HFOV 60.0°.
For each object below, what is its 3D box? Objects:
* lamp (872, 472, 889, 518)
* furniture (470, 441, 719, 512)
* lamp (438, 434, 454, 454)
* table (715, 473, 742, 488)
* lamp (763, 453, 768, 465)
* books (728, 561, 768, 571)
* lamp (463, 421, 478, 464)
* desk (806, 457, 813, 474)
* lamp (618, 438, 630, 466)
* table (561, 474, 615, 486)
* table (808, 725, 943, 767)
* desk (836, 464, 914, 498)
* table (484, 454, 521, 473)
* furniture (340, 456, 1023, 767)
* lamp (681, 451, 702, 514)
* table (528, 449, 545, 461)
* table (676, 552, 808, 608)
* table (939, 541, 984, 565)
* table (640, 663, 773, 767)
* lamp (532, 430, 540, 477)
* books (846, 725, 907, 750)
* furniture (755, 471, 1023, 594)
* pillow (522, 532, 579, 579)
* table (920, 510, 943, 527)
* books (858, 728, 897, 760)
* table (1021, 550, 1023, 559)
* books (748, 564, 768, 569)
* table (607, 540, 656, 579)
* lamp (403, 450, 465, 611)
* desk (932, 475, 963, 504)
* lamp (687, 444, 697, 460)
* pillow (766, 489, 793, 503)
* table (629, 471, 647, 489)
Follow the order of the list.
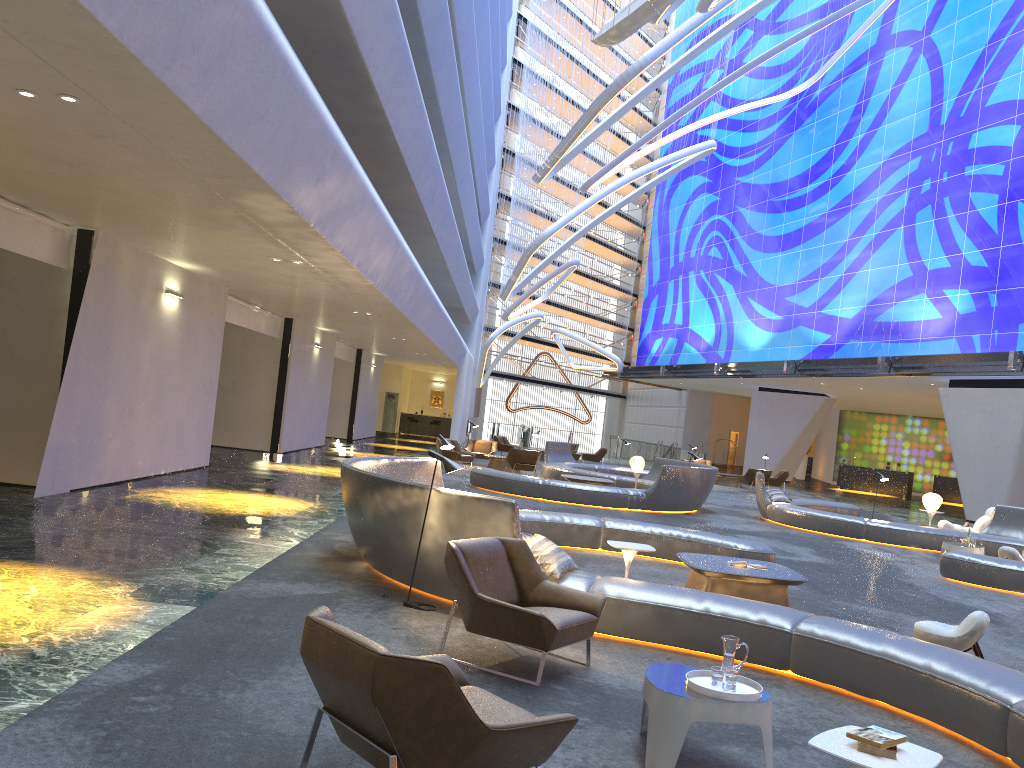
[{"bbox_3d":[7.936,2.563,19.203,0.202,1.300,0.383,6,0,-25],"label":"lamp"},{"bbox_3d":[2.608,2.196,22.175,5.180,0.969,9.941,6,-2,17],"label":"furniture"},{"bbox_3d":[-0.938,1.295,11.295,0.202,1.300,0.383,6,0,-41],"label":"lamp"},{"bbox_3d":[7.560,3.371,31.173,1.203,0.392,1.204,6,-2,0],"label":"table"},{"bbox_3d":[8.407,2.961,29.559,0.201,1.300,0.384,6,0,16],"label":"lamp"},{"bbox_3d":[2.396,1.833,9.011,0.395,0.039,0.301,6,-2,14],"label":"books"},{"bbox_3d":[-1.253,1.777,26.841,0.383,1.300,0.202,6,0,17],"label":"lamp"},{"bbox_3d":[18.132,5.017,54.975,2.972,1.097,0.815,5,-1,38],"label":"desk"},{"bbox_3d":[3.348,2.296,26.793,0.383,1.300,0.202,6,0,17],"label":"lamp"},{"bbox_3d":[1.700,2.342,20.189,1.203,0.392,1.204,6,-2,0],"label":"table"},{"bbox_3d":[1.267,1.613,3.213,0.427,0.595,0.419,6,-1,44],"label":"table"},{"bbox_3d":[16.003,4.247,39.102,2.972,1.097,0.815,5,-1,38],"label":"desk"},{"bbox_3d":[-0.223,2.301,25.504,1.203,0.392,1.203,6,-2,-1],"label":"table"},{"bbox_3d":[0.902,1.500,7.129,5.186,0.969,9.929,7,-2,-4],"label":"furniture"},{"bbox_3d":[3.733,2.065,18.552,0.383,1.300,0.202,6,0,17],"label":"lamp"},{"bbox_3d":[1.220,2.748,34.020,1.202,0.392,1.205,6,-2,18],"label":"table"},{"bbox_3d":[2.281,2.034,8.973,1.203,0.392,1.204,6,-2,0],"label":"table"},{"bbox_3d":[7.063,2.743,14.054,0.675,0.406,0.670,8,-2,-38],"label":"table"},{"bbox_3d":[0.986,1.740,4.587,0.671,0.406,0.673,7,-1,-4],"label":"table"},{"bbox_3d":[0.623,1.891,23.889,0.201,1.300,0.384,6,0,16],"label":"lamp"},{"bbox_3d":[1.324,1.279,3.217,0.189,0.022,0.133,8,-2,-39],"label":"books"},{"bbox_3d":[8.202,2.640,16.529,5.188,0.969,9.926,7,-2,-8],"label":"furniture"},{"bbox_3d":[0.214,1.388,7.356,0.694,0.262,0.876,8,-2,-38],"label":"pillow"},{"bbox_3d":[8.864,2.993,18.818,0.418,0.595,0.427,7,-1,-26],"label":"table"},{"bbox_3d":[1.325,1.305,3.217,0.128,0.030,0.182,6,-2,22],"label":"books"},{"bbox_3d":[8.542,2.920,14.340,0.672,0.406,0.672,6,-1,19],"label":"table"},{"bbox_3d":[2.488,1.848,8.972,0.133,0.012,0.189,7,-2,-10],"label":"books"},{"bbox_3d":[1.036,1.746,7.979,0.418,0.595,0.427,7,-1,-4],"label":"table"},{"bbox_3d":[-0.631,1.195,7.248,0.384,1.300,0.202,6,0,-1],"label":"lamp"},{"bbox_3d":[19.617,4.610,37.741,2.972,1.097,0.815,5,-1,36],"label":"desk"},{"bbox_3d":[6.530,2.847,32.510,0.383,1.300,0.202,6,0,17],"label":"lamp"},{"bbox_3d":[5.717,2.403,19.136,0.692,0.262,0.878,6,-2,8],"label":"pillow"},{"bbox_3d":[2.977,2.407,21.238,0.418,0.595,0.428,6,-1,-1],"label":"table"}]
